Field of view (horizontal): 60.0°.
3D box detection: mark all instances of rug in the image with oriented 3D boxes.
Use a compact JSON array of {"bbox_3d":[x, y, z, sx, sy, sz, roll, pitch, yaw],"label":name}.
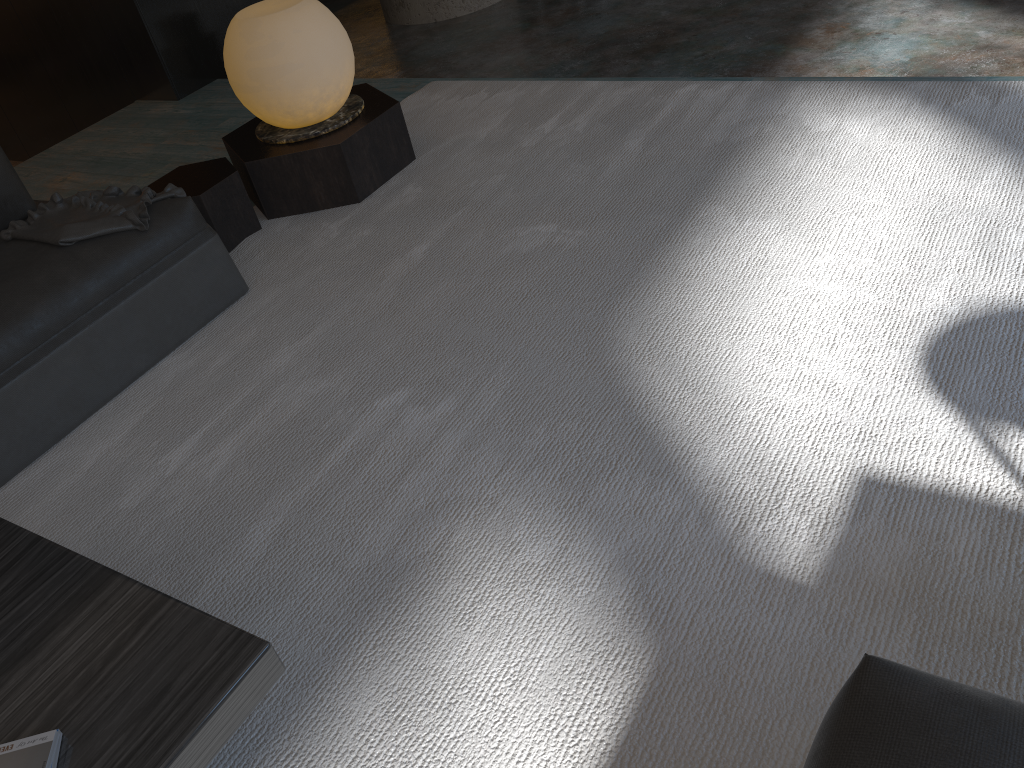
[{"bbox_3d":[-1.095,1.184,1.011,2.954,0.032,7.768,12,44,31],"label":"rug"}]

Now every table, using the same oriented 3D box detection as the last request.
[{"bbox_3d":[-0.828,-0.809,3.324,0.616,0.230,1.044,12,44,31],"label":"table"},{"bbox_3d":[-1.075,0.872,1.156,0.900,0.309,1.500,12,44,31],"label":"table"}]

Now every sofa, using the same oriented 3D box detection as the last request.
[{"bbox_3d":[-1.847,-0.038,2.291,1.019,0.680,2.063,12,44,31],"label":"sofa"},{"bbox_3d":[0.293,1.006,0.204,1.019,0.680,2.063,12,44,31],"label":"sofa"}]

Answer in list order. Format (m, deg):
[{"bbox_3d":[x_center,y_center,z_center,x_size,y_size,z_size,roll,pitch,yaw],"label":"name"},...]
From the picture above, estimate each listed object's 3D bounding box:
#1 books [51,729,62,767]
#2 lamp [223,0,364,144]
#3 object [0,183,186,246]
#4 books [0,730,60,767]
[{"bbox_3d":[-0.749,0.602,1.123,0.318,0.011,0.252,-18,37,-5],"label":"books"},{"bbox_3d":[-0.805,-1.165,3.236,0.462,0.417,0.462,-28,39,-17],"label":"lamp"},{"bbox_3d":[-1.226,-0.490,2.665,0.433,0.185,0.429,9,43,28],"label":"object"},{"bbox_3d":[-0.759,0.593,1.120,0.318,0.011,0.252,-15,37,-1],"label":"books"}]
